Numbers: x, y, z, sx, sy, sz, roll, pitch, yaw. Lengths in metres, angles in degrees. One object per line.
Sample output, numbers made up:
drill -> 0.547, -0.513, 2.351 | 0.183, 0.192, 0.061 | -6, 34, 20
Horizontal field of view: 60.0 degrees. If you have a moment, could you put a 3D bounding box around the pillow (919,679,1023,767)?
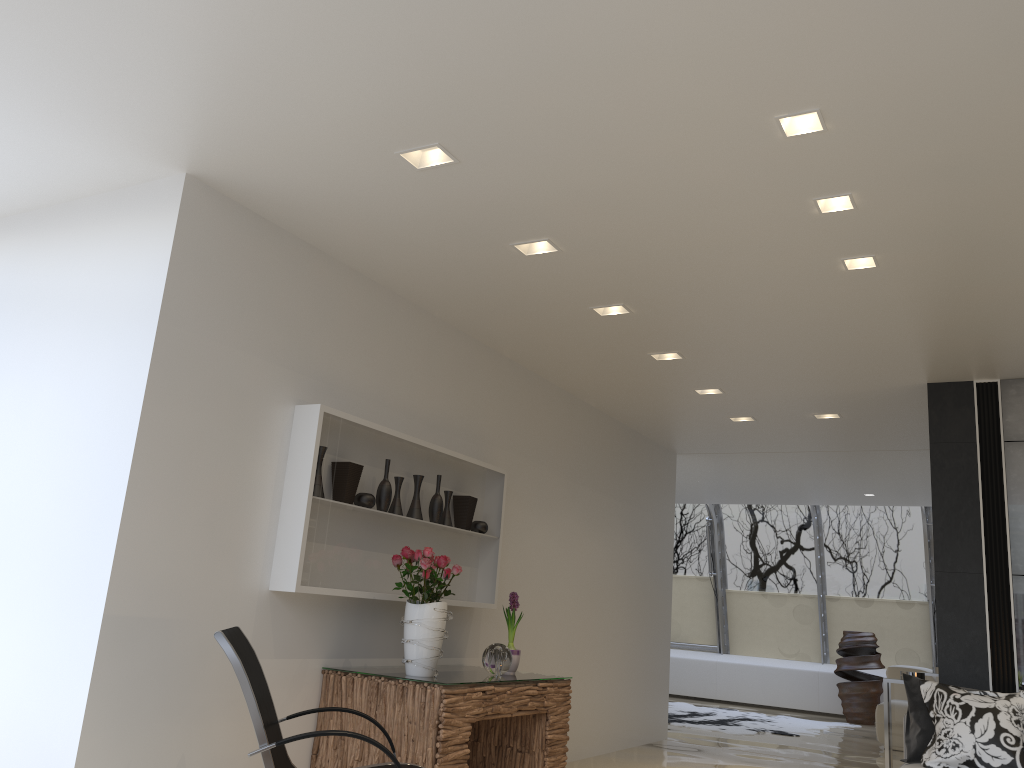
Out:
pillow -> 2.626, 1.957, 5.005 | 0.607, 0.483, 0.368 | -3, -16, 29

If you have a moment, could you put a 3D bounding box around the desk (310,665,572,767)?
desk -> -0.332, 1.990, 4.889 | 0.793, 0.762, 1.436 | -4, -17, 29

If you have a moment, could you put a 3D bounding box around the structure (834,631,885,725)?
structure -> 4.878, 4.123, 12.448 | 0.674, 1.258, 0.672 | 3, -15, 7

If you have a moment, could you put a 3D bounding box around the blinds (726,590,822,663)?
blinds -> 4.101, 3.807, 13.941 | 1.430, 1.027, 0.329 | -4, -17, 29

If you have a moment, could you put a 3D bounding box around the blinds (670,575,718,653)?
blinds -> 2.755, 3.793, 14.690 | 1.376, 1.214, 0.387 | -4, -17, 29

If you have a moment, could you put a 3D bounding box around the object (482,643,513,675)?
object -> -0.084, 1.566, 5.047 | 0.174, 0.179, 0.175 | 12, -16, -26

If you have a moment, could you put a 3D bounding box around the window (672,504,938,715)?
window -> 0.188, 1.777, 8.177 | 16.171, 3.674, 16.693 | -6, -18, 35

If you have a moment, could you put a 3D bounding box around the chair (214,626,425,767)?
chair -> -0.707, 1.488, 3.446 | 0.943, 0.972, 0.752 | 7, -15, -9

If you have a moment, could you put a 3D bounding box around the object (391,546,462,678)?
object -> -0.469, 1.182, 4.627 | 0.327, 0.654, 0.350 | 16, -18, -38

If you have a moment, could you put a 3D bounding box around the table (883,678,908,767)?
table -> 2.687, 2.436, 5.914 | 0.350, 0.872, 0.202 | -4, -17, 29

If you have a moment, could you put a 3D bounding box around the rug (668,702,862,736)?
rug -> 2.793, 4.274, 11.283 | 2.705, 0.008, 3.220 | -4, -17, 29

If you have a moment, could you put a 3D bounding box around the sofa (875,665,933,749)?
sofa -> 6.520, 3.792, 9.952 | 4.169, 0.866, 3.257 | -4, -17, 29

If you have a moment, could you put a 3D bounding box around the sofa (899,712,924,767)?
sofa -> 3.353, 2.164, 4.492 | 2.625, 0.798, 1.334 | -4, -17, 29

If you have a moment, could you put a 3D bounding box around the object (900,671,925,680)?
object -> 2.724, 1.988, 6.029 | 0.153, 0.059, 0.151 | 7, -15, -9

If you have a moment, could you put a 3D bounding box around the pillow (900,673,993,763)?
pillow -> 2.729, 2.023, 5.236 | 0.808, 0.525, 0.434 | -2, -16, 26

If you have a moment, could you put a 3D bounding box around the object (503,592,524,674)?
object -> -0.003, 1.493, 5.341 | 0.129, 0.476, 0.129 | 7, -15, -9

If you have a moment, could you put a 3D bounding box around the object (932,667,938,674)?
object -> 3.935, 2.626, 8.120 | 0.151, 0.059, 0.153 | 10, -15, -19

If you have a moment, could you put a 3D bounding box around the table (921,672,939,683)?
table -> 3.898, 3.074, 8.005 | 0.350, 0.872, 0.202 | -4, -17, 29

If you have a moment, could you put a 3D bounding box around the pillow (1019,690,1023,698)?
pillow -> 3.063, 1.935, 4.731 | 0.623, 0.505, 0.393 | -2, -16, 24

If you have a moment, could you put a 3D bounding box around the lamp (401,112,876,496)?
lamp -> 1.870, 0.197, 7.406 | 9.928, 0.004, 9.775 | -4, -17, 30

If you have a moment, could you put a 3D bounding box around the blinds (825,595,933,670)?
blinds -> 5.442, 3.722, 13.190 | 1.430, 1.027, 0.329 | -4, -17, 29
